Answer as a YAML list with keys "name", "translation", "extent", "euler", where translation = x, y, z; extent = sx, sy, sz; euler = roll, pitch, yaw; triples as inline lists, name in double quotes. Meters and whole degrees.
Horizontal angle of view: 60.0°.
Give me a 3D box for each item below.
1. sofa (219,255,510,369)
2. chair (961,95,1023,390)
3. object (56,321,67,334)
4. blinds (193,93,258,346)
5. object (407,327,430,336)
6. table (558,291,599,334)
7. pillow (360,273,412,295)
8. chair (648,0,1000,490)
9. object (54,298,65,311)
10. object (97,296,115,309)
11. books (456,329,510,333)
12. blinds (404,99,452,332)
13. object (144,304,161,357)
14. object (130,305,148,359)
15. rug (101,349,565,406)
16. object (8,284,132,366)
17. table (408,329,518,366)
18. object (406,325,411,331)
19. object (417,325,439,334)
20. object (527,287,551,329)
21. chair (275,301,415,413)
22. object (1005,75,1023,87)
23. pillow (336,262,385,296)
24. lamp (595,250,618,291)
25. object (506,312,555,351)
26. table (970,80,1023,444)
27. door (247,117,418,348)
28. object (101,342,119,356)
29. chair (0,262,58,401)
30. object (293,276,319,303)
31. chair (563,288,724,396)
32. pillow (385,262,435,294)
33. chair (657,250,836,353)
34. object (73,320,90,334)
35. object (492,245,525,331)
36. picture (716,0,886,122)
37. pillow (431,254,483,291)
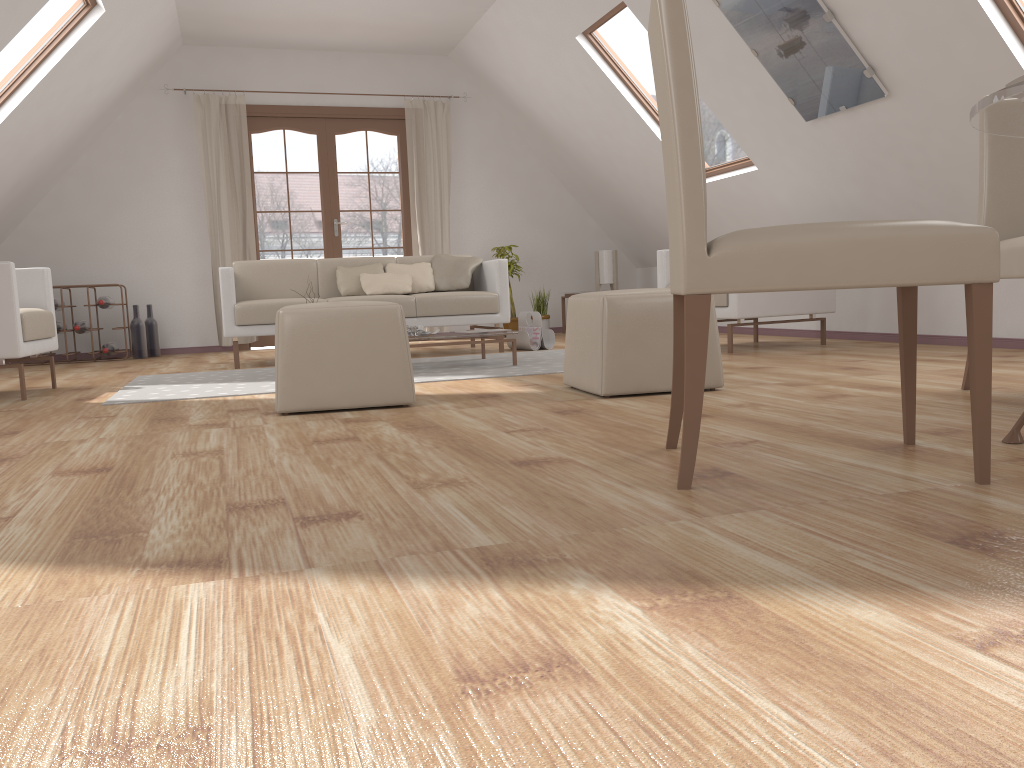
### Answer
- name: "sofa"
  translation: [-1.028, -0.539, 6.168]
  extent: [1.880, 0.706, 0.820]
  euler: [-4, 6, -17]
- name: "chair"
  translation: [1.739, -0.452, 2.735]
  extent: [0.477, 0.999, 0.618]
  euler: [-1, 6, 10]
- name: "object"
  translation: [-3.606, -0.442, 7.002]
  extent: [0.109, 0.109, 0.435]
  euler: [-4, 6, -17]
- name: "blinds"
  translation: [-2.438, -1.394, 7.622]
  extent: [0.423, 2.130, 0.120]
  euler: [-5, 6, -20]
- name: "object"
  translation: [-0.521, -0.290, 4.873]
  extent: [0.143, 0.051, 0.064]
  euler: [3, 8, 42]
- name: "table"
  translation: [0.915, -0.669, 8.220]
  extent: [0.730, 0.390, 0.773]
  euler: [-4, 6, -19]
- name: "pillow"
  translation: [-0.867, -0.693, 6.158]
  extent: [0.363, 0.170, 0.227]
  euler: [-4, 6, -12]
- name: "chair"
  translation: [0.621, -0.320, 1.898]
  extent: [0.618, 0.999, 0.477]
  euler: [-2, 6, 7]
- name: "object"
  translation: [-3.616, -0.626, 6.985]
  extent: [0.109, 0.109, 0.435]
  euler: [-4, 6, -17]
- name: "object"
  translation: [-3.259, -0.652, 7.096]
  extent: [0.109, 0.109, 0.435]
  euler: [-4, 6, -17]
- name: "books"
  translation: [-0.161, -0.305, 5.091]
  extent: [0.280, 0.005, 0.192]
  euler: [-5, 6, -25]
- name: "blinds"
  translation: [-0.714, -1.519, 8.120]
  extent: [0.424, 2.129, 0.123]
  euler: [-5, 6, -22]
- name: "object"
  translation: [-3.009, -0.442, 7.400]
  extent: [0.115, 0.443, 0.120]
  euler: [-5, 6, -23]
- name: "object"
  translation: [-3.026, -0.419, 7.176]
  extent: [0.115, 0.443, 0.120]
  euler: [-5, 6, -23]
- name: "rug"
  translation: [-0.645, -0.077, 4.922]
  extent: [2.800, 0.007, 1.600]
  euler: [-4, 6, -17]
- name: "object"
  translation: [-3.529, -0.476, 7.069]
  extent: [0.854, 0.608, 0.417]
  euler: [-4, 6, -17]
- name: "table"
  translation: [-0.632, -0.176, 4.988]
  extent: [1.173, 0.190, 0.730]
  euler: [-4, 6, -17]
- name: "object"
  translation: [-0.605, -0.314, 5.137]
  extent: [0.064, 0.052, 0.143]
  euler: [-1, 6, 13]
- name: "object"
  translation: [-0.486, -0.308, 5.029]
  extent: [0.143, 0.052, 0.064]
  euler: [-4, 6, -17]
- name: "object"
  translation: [0.265, -0.677, 8.084]
  extent: [0.209, 0.480, 0.234]
  euler: [2, 7, 39]
- name: "chair"
  translation: [-0.656, -0.121, 3.413]
  extent: [0.506, 0.394, 0.506]
  euler: [-4, 6, -13]
- name: "object"
  translation: [1.139, -0.615, 1.791]
  extent: [0.228, 0.020, 0.228]
  euler: [-2, 6, 5]
- name: "pillow"
  translation: [-1.059, -0.737, 6.251]
  extent: [0.351, 0.235, 0.185]
  euler: [-4, 6, -14]
- name: "lamp"
  translation: [0.898, -1.068, 8.351]
  extent: [0.221, 0.375, 0.180]
  euler: [-1, 6, 16]
- name: "object"
  translation: [0.128, -0.380, 6.293]
  extent: [0.212, 0.267, 0.315]
  euler: [-6, 7, -30]
- name: "table"
  translation: [1.610, -0.240, 1.819]
  extent: [1.198, 0.770, 1.198]
  euler: [-2, 6, 3]
- name: "door"
  translation: [-1.618, -1.370, 7.983]
  extent: [1.546, 2.001, 0.098]
  euler: [-4, 6, -17]
- name: "object"
  translation: [-3.242, -0.278, 7.133]
  extent: [0.109, 0.109, 0.435]
  euler: [-4, 6, -17]
- name: "chair"
  translation: [-2.722, -0.277, 4.294]
  extent: [0.820, 0.706, 0.748]
  euler: [-4, 6, -15]
- name: "object"
  translation: [-1.106, -0.423, 4.876]
  extent: [0.123, 0.359, 0.184]
  euler: [0, 6, 24]
- name: "chair"
  translation: [0.503, -0.180, 3.523]
  extent: [0.506, 0.394, 0.506]
  euler: [-4, 6, -13]
- name: "pillow"
  translation: [-0.733, -0.760, 6.348]
  extent: [0.351, 0.225, 0.196]
  euler: [-4, 6, -12]
- name: "chair"
  translation: [1.458, -0.584, 5.588]
  extent: [0.820, 0.706, 0.748]
  euler: [-5, 7, -28]
- name: "object"
  translation: [-3.429, -0.451, 7.058]
  extent: [0.109, 0.109, 0.435]
  euler: [-4, 6, -17]
- name: "object"
  translation: [-0.038, -0.866, 8.233]
  extent: [0.311, 0.846, 0.307]
  euler: [-5, 6, -25]
- name: "picture"
  translation: [1.449, -1.818, 4.642]
  extent: [0.683, 0.738, 0.650]
  euler: [-4, 6, -17]
- name: "pillow"
  translation: [-0.421, -0.812, 6.396]
  extent: [0.424, 0.276, 0.269]
  euler: [1, 7, 32]
